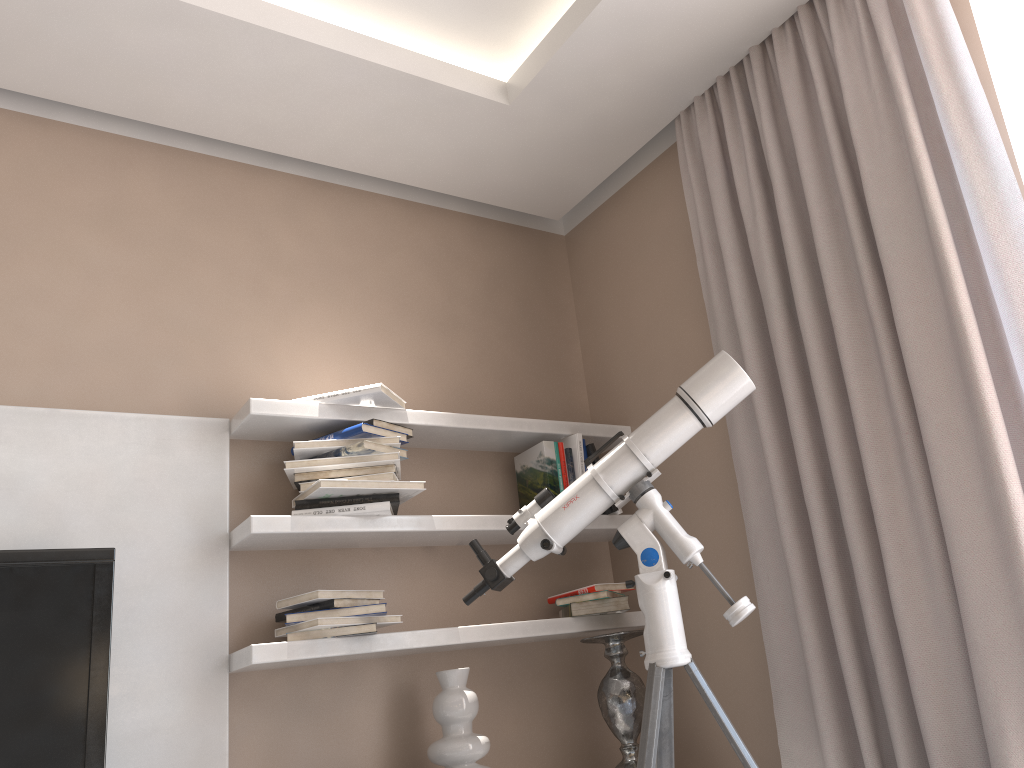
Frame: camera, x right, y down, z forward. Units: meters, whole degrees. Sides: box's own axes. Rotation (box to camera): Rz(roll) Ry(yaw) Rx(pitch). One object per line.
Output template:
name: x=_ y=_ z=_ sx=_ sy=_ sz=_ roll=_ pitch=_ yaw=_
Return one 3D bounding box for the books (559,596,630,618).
books: x=0.270 y=0.747 z=2.903 sx=0.197 sy=0.043 sz=0.243 roll=-5 pitch=-20 yaw=-10

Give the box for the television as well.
television: x=-1.430 y=0.705 z=1.731 sx=1.158 sy=0.713 sz=0.137 roll=6 pitch=-23 yaw=-34

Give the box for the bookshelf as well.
bookshelf: x=-1.514 y=0.558 z=1.736 sx=4.758 sy=1.201 sz=0.220 roll=6 pitch=-23 yaw=-34

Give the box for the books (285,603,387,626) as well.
books: x=-0.478 y=0.636 z=2.402 sx=0.266 sy=0.025 sz=0.176 roll=-3 pitch=-21 yaw=-16

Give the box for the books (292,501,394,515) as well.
books: x=-0.479 y=0.383 z=2.531 sx=0.268 sy=0.028 sz=0.195 roll=-5 pitch=-20 yaw=-9

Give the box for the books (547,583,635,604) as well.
books: x=0.262 y=0.696 z=2.923 sx=0.184 sy=0.023 sz=0.237 roll=8 pitch=-25 yaw=-38

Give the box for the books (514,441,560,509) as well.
books: x=0.087 y=0.340 z=2.972 sx=0.045 sy=0.249 sz=0.185 roll=7 pitch=-24 yaw=-32

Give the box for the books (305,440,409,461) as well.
books: x=-0.457 y=0.219 z=2.554 sx=0.234 sy=0.026 sz=0.193 roll=-19 pitch=-22 yaw=27

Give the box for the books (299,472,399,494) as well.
books: x=-0.462 y=0.309 z=2.568 sx=0.266 sy=0.028 sz=0.197 roll=-7 pitch=-20 yaw=-5

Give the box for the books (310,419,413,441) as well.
books: x=-0.451 y=0.164 z=2.632 sx=0.253 sy=0.028 sz=0.184 roll=-19 pitch=-22 yaw=27

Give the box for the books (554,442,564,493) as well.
books: x=0.117 y=0.342 z=2.992 sx=0.025 sy=0.251 sz=0.169 roll=7 pitch=-24 yaw=-32

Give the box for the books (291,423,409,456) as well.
books: x=-0.474 y=0.178 z=2.581 sx=0.265 sy=0.027 sz=0.202 roll=-19 pitch=-22 yaw=27

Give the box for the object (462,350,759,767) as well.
object: x=0.270 y=0.639 z=1.854 sx=0.625 sy=1.404 sz=0.588 roll=6 pitch=-23 yaw=-32

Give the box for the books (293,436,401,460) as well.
books: x=-0.480 y=0.201 z=2.568 sx=0.300 sy=0.022 sz=0.202 roll=-3 pitch=-21 yaw=-16

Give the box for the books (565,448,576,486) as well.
books: x=0.165 y=0.353 z=3.014 sx=0.026 sy=0.228 sz=0.164 roll=7 pitch=-24 yaw=-32

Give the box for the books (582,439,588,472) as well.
books: x=0.212 y=0.340 z=3.038 sx=0.027 sy=0.260 sz=0.175 roll=7 pitch=-24 yaw=-32

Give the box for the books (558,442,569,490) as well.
books: x=0.138 y=0.344 z=3.007 sx=0.025 sy=0.251 sz=0.169 roll=7 pitch=-24 yaw=-32

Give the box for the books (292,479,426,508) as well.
books: x=-0.440 y=0.319 z=2.534 sx=0.328 sy=0.027 sz=0.213 roll=6 pitch=-24 yaw=-35

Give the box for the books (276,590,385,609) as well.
books: x=-0.497 y=0.595 z=2.422 sx=0.165 sy=0.023 sz=0.240 roll=-21 pitch=-24 yaw=32

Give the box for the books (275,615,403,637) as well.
books: x=-0.469 y=0.660 z=2.401 sx=0.185 sy=0.021 sz=0.286 roll=-24 pitch=-25 yaw=36

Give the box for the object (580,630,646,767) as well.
object: x=0.347 y=1.012 z=2.691 sx=0.228 sy=0.481 sz=0.211 roll=3 pitch=-22 yaw=-25

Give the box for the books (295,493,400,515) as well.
books: x=-0.475 y=0.361 z=2.550 sx=0.291 sy=0.031 sz=0.183 roll=-3 pitch=-21 yaw=-15

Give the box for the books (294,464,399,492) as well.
books: x=-0.478 y=0.284 z=2.573 sx=0.289 sy=0.031 sz=0.185 roll=-5 pitch=-20 yaw=-11

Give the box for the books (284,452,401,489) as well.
books: x=-0.485 y=0.253 z=2.559 sx=0.320 sy=0.027 sz=0.219 roll=-4 pitch=-20 yaw=-12

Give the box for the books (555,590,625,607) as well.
books: x=0.264 y=0.717 z=2.915 sx=0.171 sy=0.023 sz=0.256 roll=-14 pitch=-20 yaw=14

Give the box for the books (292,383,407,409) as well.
books: x=-0.479 y=0.062 z=2.615 sx=0.267 sy=0.027 sz=0.207 roll=-11 pitch=-20 yaw=8

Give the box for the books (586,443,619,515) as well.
books: x=0.273 y=0.345 z=3.053 sx=0.092 sy=0.245 sz=0.160 roll=7 pitch=-24 yaw=-33

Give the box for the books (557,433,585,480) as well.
books: x=0.188 y=0.324 z=3.032 sx=0.022 sy=0.287 sz=0.207 roll=7 pitch=-24 yaw=-32

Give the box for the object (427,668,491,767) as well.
object: x=-0.146 y=1.016 z=2.432 sx=0.279 sy=0.431 sz=0.252 roll=7 pitch=-24 yaw=-34

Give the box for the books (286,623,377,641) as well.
books: x=-0.488 y=0.684 z=2.390 sx=0.236 sy=0.025 sz=0.168 roll=-3 pitch=-21 yaw=-16

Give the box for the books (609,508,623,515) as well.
books: x=0.288 y=0.369 z=3.098 sx=0.104 sy=0.222 sz=0.164 roll=7 pitch=-24 yaw=-33

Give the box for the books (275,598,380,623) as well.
books: x=-0.509 y=0.628 z=2.438 sx=0.235 sy=0.026 sz=0.172 roll=-22 pitch=-24 yaw=32

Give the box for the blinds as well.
blinds: x=0.813 y=0.024 z=2.193 sx=0.376 sy=2.638 sz=1.001 roll=6 pitch=-23 yaw=-32
